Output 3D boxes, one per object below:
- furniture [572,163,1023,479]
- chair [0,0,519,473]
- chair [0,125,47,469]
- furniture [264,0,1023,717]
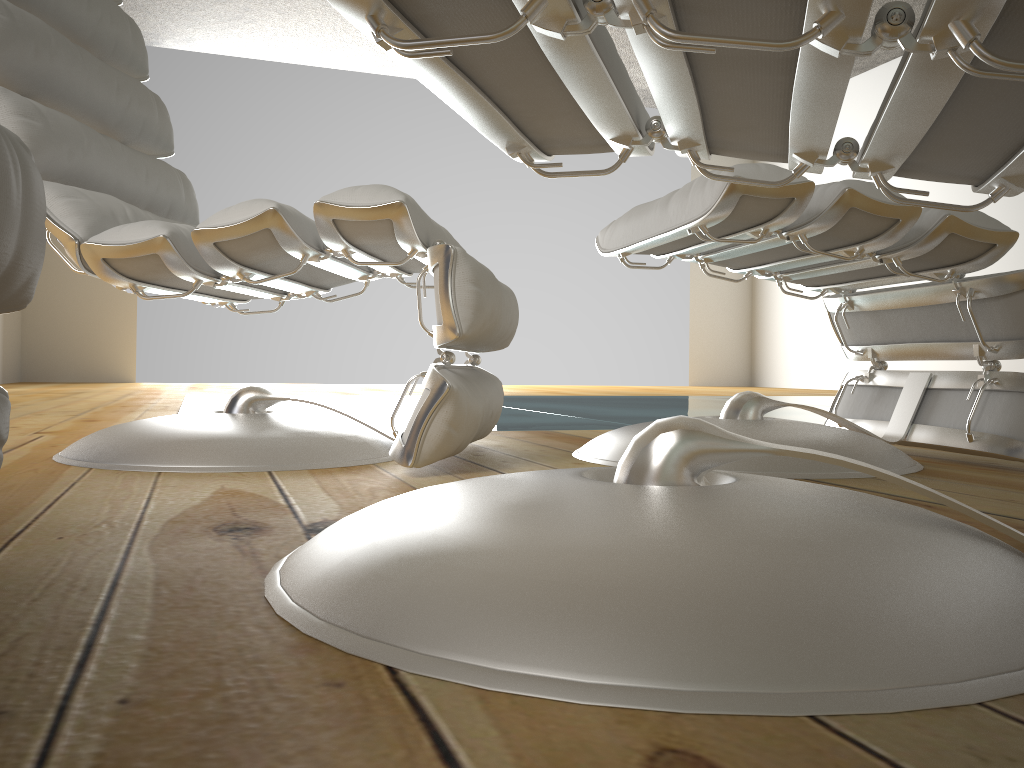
[{"bbox_3d":[0.443,-0.097,1.476,0.686,0.439,0.569,1,0,-13],"label":"furniture"},{"bbox_3d":[-0.453,-0.373,1.448,0.914,0.969,0.569,1,0,6],"label":"chair"},{"bbox_3d":[-0.703,-0.355,0.280,0.914,0.969,0.569,1,0,-9],"label":"chair"},{"bbox_3d":[0.173,-0.085,0.627,0.686,0.439,0.569,1,0,16],"label":"furniture"}]
